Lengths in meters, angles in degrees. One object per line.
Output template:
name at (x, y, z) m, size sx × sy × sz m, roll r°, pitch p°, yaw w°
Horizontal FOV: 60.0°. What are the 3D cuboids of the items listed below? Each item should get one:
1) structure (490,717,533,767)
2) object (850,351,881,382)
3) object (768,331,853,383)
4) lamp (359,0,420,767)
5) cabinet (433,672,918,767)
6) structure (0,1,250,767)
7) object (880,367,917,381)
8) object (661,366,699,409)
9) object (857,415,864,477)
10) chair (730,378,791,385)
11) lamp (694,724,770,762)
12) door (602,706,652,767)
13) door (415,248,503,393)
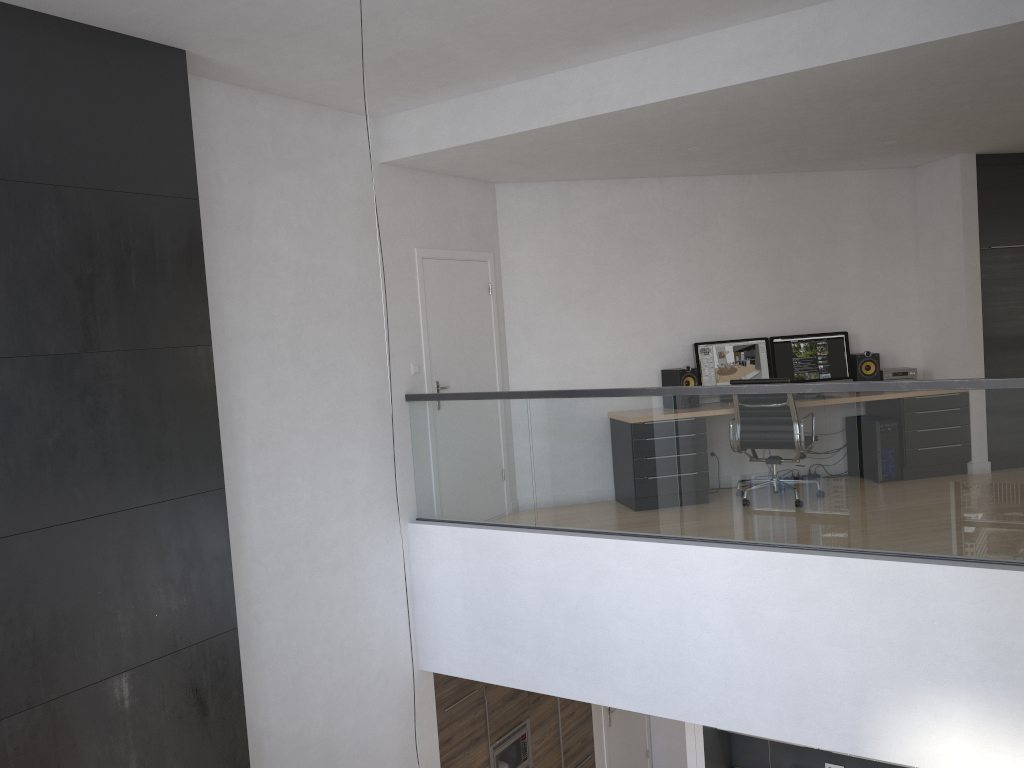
structure at (-0.190, 3.048, 7.343) m, size 0.459 × 0.430 × 0.595 m, roll -2°, pitch 4°, yaw 34°
object at (3.099, -0.118, 7.802) m, size 0.198 × 0.354 × 0.249 m, roll -4°, pitch 3°, yaw 4°
object at (2.597, -0.169, 7.739) m, size 0.716 × 0.535 × 0.190 m, roll -4°, pitch 3°, yaw -6°
lamp at (-0.350, 0.597, 2.877) m, size 1.000 × 4.513 × 1.000 m, roll -2°, pitch 4°, yaw 36°
cabinet at (2.007, 3.099, 6.070) m, size 4.694 × 2.501 × 2.402 m, roll -2°, pitch 4°, yaw 34°
structure at (-1.785, 1.559, 3.968) m, size 0.722 × 6.351 × 1.500 m, roll -2°, pitch 4°, yaw 34°
object at (3.371, -0.048, 7.799) m, size 0.285 × 0.174 × 0.270 m, roll -4°, pitch 3°, yaw 4°
object at (1.418, 0.022, 7.458) m, size 0.198 × 0.354 × 0.249 m, roll -6°, pitch 4°, yaw -26°
object at (3.121, 0.554, 7.657) m, size 0.215 × 0.527 × 0.474 m, roll -5°, pitch 3°, yaw -11°
chair at (2.066, 0.430, 7.060) m, size 0.664 × 0.991 × 0.699 m, roll -1°, pitch 4°, yaw 40°
lamp at (1.356, 2.299, 5.463) m, size 0.998 × 0.756 × 0.020 m, roll -2°, pitch 4°, yaw 34°
door at (1.140, 3.188, 8.913) m, size 0.085 × 2.136 × 0.974 m, roll -2°, pitch 4°, yaw 34°
door at (-0.351, 0.044, 6.833) m, size 0.085 × 2.136 × 0.974 m, roll -2°, pitch 4°, yaw 34°
